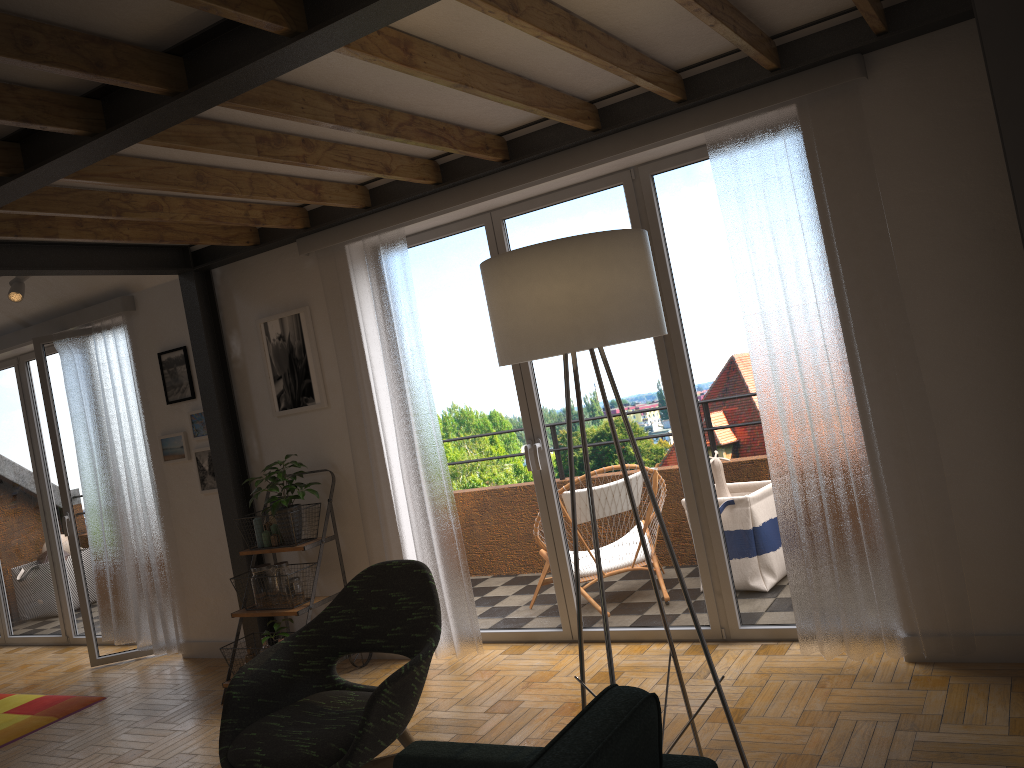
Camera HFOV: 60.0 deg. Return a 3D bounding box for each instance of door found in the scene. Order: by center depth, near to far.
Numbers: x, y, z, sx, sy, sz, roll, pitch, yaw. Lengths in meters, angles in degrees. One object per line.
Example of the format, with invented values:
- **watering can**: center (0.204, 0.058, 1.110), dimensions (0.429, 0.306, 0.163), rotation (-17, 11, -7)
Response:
- **door**: center (-2.616, 0.711, 5.956), dimensions (0.803, 2.233, 0.110), rotation (-11, -2, -7)

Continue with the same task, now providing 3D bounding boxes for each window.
- **window**: center (-4.158, -0.046, 2.058), dimensions (7.755, 4.470, 8.658), rotation (-11, 0, 31)

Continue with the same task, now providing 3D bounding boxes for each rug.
- **rug**: center (-3.982, 2.131, 5.024), dimensions (2.772, 0.024, 1.944), rotation (-10, 1, 31)

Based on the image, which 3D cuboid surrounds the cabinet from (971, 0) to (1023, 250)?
- **cabinet**: center (1.769, 0.054, 2.153), dimensions (0.806, 2.004, 1.511), rotation (-12, -1, 31)

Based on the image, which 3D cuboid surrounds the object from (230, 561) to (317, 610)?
- **object**: center (-1.260, 1.075, 4.742), dimensions (0.437, 0.216, 0.239), rotation (-11, 0, 31)

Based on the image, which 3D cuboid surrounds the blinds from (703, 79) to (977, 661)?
- **blinds**: center (1.251, -0.055, 3.506), dimensions (0.665, 2.289, 0.124), rotation (-12, -2, 30)

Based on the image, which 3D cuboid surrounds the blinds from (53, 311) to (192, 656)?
- **blinds**: center (-2.582, 0.648, 5.809), dimensions (0.747, 2.291, 0.188), rotation (-12, -2, 25)

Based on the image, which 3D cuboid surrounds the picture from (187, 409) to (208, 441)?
- **picture**: center (-1.894, 0.245, 5.454), dimensions (0.250, 0.184, 0.023), rotation (-11, -1, 31)

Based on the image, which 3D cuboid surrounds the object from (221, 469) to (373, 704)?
- **object**: center (-1.243, 1.065, 4.767), dimensions (0.576, 1.079, 0.633), rotation (-12, -1, 31)

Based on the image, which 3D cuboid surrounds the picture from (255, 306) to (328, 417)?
- **picture**: center (-1.260, -0.122, 5.045), dimensions (0.413, 0.575, 0.023), rotation (-11, -2, 31)

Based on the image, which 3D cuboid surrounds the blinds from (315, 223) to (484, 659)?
- **blinds**: center (-0.642, 0.290, 4.656), dimensions (0.665, 2.285, 0.124), rotation (-12, -2, 32)

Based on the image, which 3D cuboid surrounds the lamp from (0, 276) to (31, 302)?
- **lamp**: center (-3.879, -0.521, 6.090), dimensions (3.477, 0.262, 0.208), rotation (-10, 0, 32)

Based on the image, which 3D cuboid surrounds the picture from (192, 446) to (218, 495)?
- **picture**: center (-1.876, 0.531, 5.473), dimensions (0.200, 0.285, 0.022), rotation (-11, -1, 30)

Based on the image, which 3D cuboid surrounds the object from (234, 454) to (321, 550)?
- **object**: center (-1.282, 0.640, 4.836), dimensions (0.490, 0.476, 0.397), rotation (-11, -1, 43)

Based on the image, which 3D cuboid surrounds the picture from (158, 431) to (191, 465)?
- **picture**: center (-2.142, 0.407, 5.617), dimensions (0.250, 0.184, 0.023), rotation (-11, -1, 31)

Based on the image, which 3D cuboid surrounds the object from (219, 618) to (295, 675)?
- **object**: center (-1.285, 1.374, 4.599), dimensions (0.437, 0.291, 0.277), rotation (-11, 0, 31)

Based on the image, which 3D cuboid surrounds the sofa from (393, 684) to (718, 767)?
- **sofa**: center (-0.373, 1.106, 1.124), dimensions (0.821, 0.783, 1.980), rotation (-11, 0, 31)

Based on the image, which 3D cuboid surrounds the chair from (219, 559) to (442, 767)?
- **chair**: center (-0.548, 1.091, 2.890), dimensions (0.749, 0.831, 0.786), rotation (-11, -1, 37)

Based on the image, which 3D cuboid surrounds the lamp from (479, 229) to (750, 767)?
- **lamp**: center (-0.257, 0.599, 1.676), dimensions (0.568, 1.720, 2.367), rotation (-12, -1, 39)

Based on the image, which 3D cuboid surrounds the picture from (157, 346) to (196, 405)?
- **picture**: center (-2.105, -0.052, 5.556), dimensions (0.260, 0.336, 0.021), rotation (-11, -1, 31)
